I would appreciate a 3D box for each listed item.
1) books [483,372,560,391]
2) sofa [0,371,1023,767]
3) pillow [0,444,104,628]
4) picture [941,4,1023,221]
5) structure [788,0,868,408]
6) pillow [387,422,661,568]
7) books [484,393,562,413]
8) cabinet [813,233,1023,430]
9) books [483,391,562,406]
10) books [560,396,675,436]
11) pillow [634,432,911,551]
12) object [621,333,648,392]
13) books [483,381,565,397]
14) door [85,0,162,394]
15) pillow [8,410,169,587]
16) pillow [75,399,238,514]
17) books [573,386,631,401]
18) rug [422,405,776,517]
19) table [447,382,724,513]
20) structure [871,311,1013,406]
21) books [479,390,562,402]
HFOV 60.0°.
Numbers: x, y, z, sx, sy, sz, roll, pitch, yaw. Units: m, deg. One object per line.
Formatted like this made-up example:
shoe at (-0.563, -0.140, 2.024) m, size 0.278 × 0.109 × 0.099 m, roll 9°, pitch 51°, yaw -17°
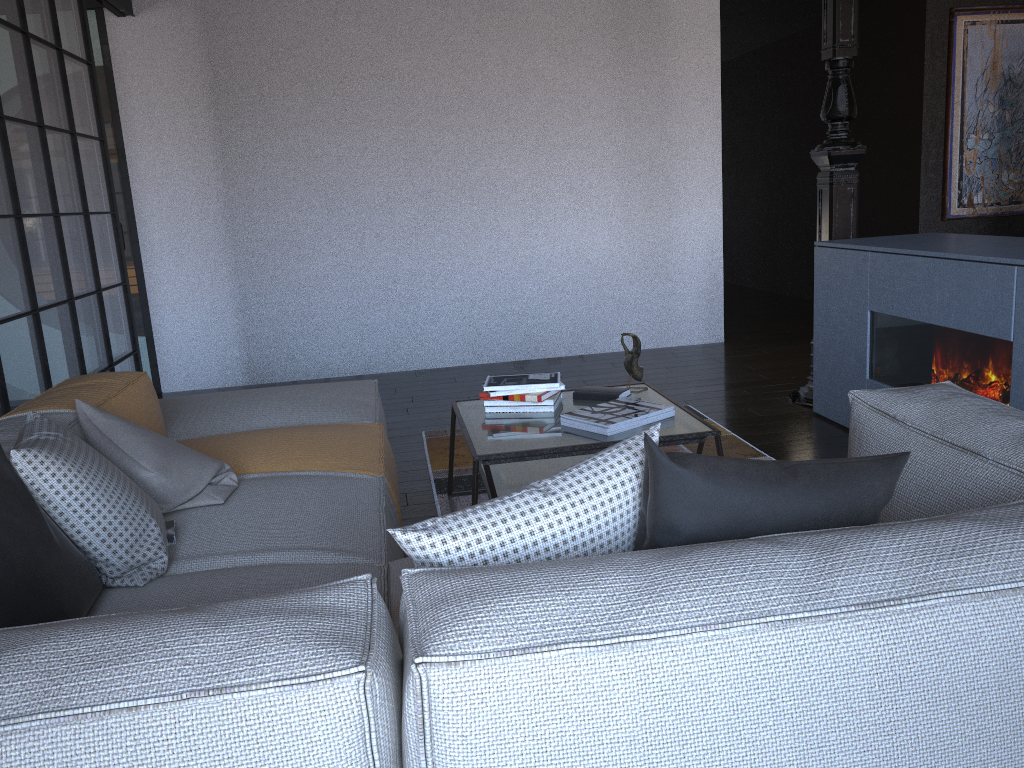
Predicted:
books at (0.038, -0.010, 3.164) m, size 0.268 × 0.014 × 0.196 m, roll -3°, pitch 12°, yaw 3°
sofa at (-0.222, 0.300, 2.614) m, size 2.536 × 0.698 × 3.296 m, roll -5°, pitch 12°, yaw -8°
pillow at (-0.953, 0.302, 1.652) m, size 0.263 × 0.401 × 0.509 m, roll -7°, pitch 13°, yaw -13°
picture at (3.497, -1.951, 6.404) m, size 0.780 × 1.472 × 0.067 m, roll -5°, pitch 12°, yaw -8°
structure at (-1.927, -0.479, 2.602) m, size 8.510 × 2.397 × 0.481 m, roll -10°, pitch 14°, yaw -26°
pillow at (0.048, 0.284, 1.454) m, size 0.543 × 0.402 × 0.250 m, roll -9°, pitch 14°, yaw -25°
books at (0.044, 0.065, 3.183) m, size 0.247 × 0.024 × 0.208 m, roll -1°, pitch 12°, yaw 11°
cabinet at (1.973, 0.003, 2.883) m, size 0.607 × 0.845 × 2.956 m, roll -5°, pitch 12°, yaw -8°
books at (0.041, 0.043, 3.179) m, size 0.251 × 0.023 × 0.208 m, roll -1°, pitch 12°, yaw 11°
books at (0.345, 0.102, 2.895) m, size 0.308 × 0.038 × 0.225 m, roll -13°, pitch 15°, yaw -37°
pillow at (0.384, 0.244, 1.471) m, size 0.538 × 0.418 × 0.238 m, roll -8°, pitch 13°, yaw -18°
object at (0.444, -0.087, 3.290) m, size 0.099 × 0.223 × 0.093 m, roll 4°, pitch 14°, yaw 31°
books at (0.039, 0.005, 3.167) m, size 0.268 × 0.014 × 0.196 m, roll -6°, pitch 12°, yaw -9°
door at (-4.403, -0.941, 5.429) m, size 4.185 × 2.596 × 0.138 m, roll -5°, pitch 12°, yaw -8°
pillow at (-0.949, 0.245, 1.991) m, size 0.293 × 0.355 × 0.495 m, roll -9°, pitch 13°, yaw -22°
pillow at (-0.935, 0.194, 2.362) m, size 0.485 × 0.314 × 0.358 m, roll 5°, pitch 15°, yaw 34°
books at (0.330, 0.033, 3.236) m, size 0.182 × 0.029 × 0.129 m, roll 3°, pitch 14°, yaw 29°
rug at (0.415, 0.408, 3.446) m, size 1.432 × 0.013 × 2.361 m, roll -5°, pitch 12°, yaw -8°
table at (0.215, 0.291, 3.048) m, size 0.842 × 0.389 × 0.847 m, roll -5°, pitch 12°, yaw -8°
structure at (1.775, -0.068, 3.411) m, size 0.332 × 0.395 × 0.942 m, roll -5°, pitch 12°, yaw -8°
books at (0.034, 0.027, 3.152) m, size 0.239 × 0.023 × 0.190 m, roll 2°, pitch 13°, yaw 26°
